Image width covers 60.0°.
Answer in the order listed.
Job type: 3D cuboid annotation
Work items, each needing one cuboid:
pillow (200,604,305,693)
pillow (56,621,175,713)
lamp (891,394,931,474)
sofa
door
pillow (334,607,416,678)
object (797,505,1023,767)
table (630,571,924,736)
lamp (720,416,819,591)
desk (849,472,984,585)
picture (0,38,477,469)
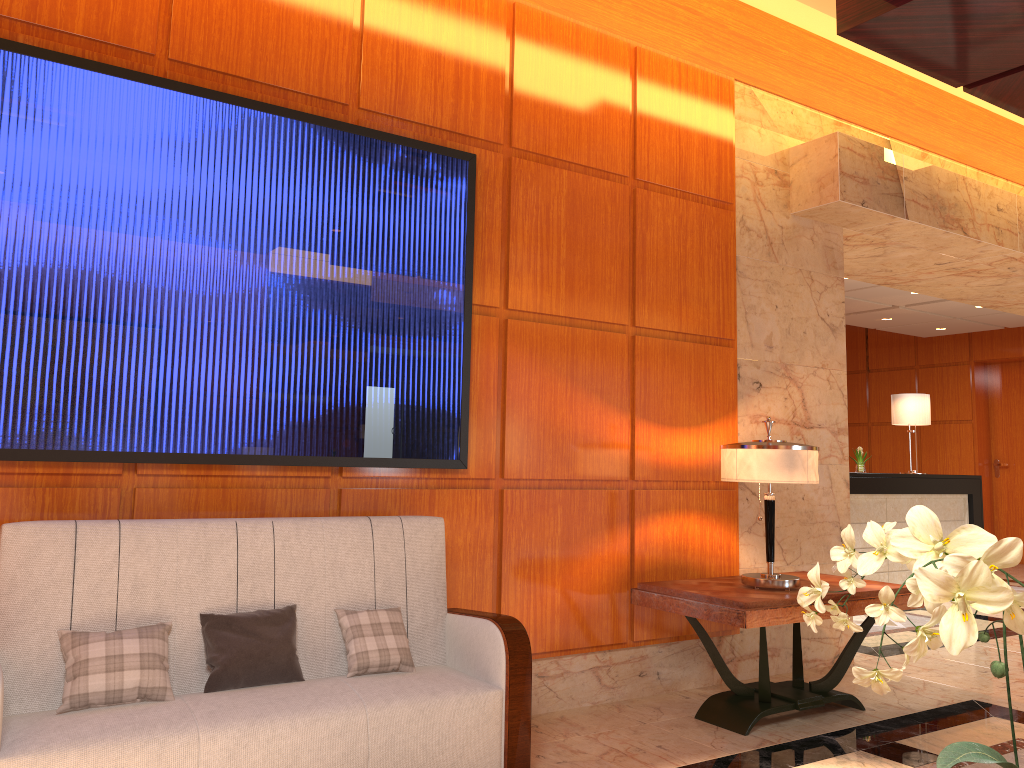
[{"bbox_3d":[-0.890,0.904,3.032,0.357,0.254,0.159,6,-8,-36],"label":"pillow"},{"bbox_3d":[-1.237,0.881,2.770,0.343,0.228,0.194,4,-7,-28],"label":"pillow"},{"bbox_3d":[4.170,0.524,9.246,0.372,0.824,0.371,2,-7,-8],"label":"lamp"},{"bbox_3d":[-0.836,0.939,2.980,1.795,0.937,0.611,5,-8,-33],"label":"sofa"},{"bbox_3d":[6.766,0.999,11.495,0.340,2.710,1.282,6,-8,-33],"label":"door"},{"bbox_3d":[-0.498,0.946,3.245,0.273,0.231,0.201,5,-7,-31],"label":"pillow"},{"bbox_3d":[0.806,0.498,1.300,0.787,0.620,0.416,-3,-8,34],"label":"object"},{"bbox_3d":[1.290,1.279,4.275,1.268,0.610,0.723,5,-7,-33],"label":"table"},{"bbox_3d":[1.232,0.560,4.235,0.458,0.814,0.457,4,-7,-24],"label":"lamp"},{"bbox_3d":[3.379,1.445,8.702,2.920,1.147,0.939,5,-7,-33],"label":"desk"},{"bbox_3d":[-1.028,-0.411,3.508,1.993,1.459,0.056,5,-8,-33],"label":"picture"}]
